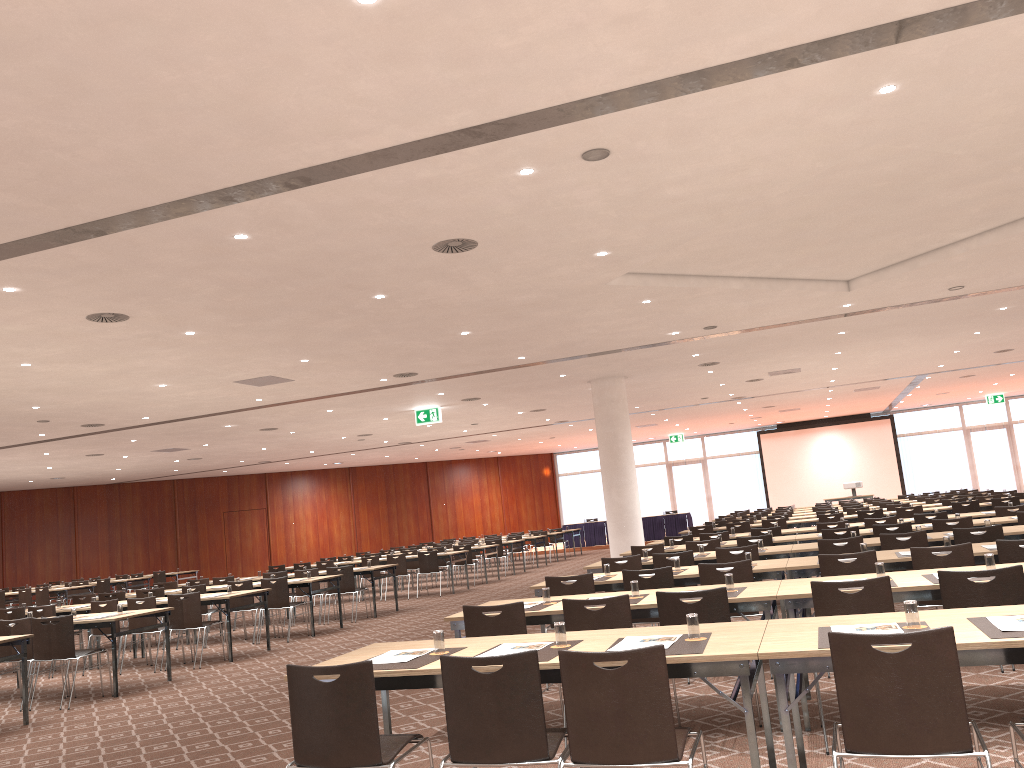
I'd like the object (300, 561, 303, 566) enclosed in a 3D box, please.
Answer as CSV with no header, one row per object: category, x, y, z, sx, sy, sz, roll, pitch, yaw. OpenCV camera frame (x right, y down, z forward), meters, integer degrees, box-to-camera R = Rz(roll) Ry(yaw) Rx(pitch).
object,-4.783,4.082,20.138,0.054,0.114,0.054,0,-10,-38

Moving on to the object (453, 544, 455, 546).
object,-1.385,3.877,21.135,0.054,0.114,0.054,-4,-8,-16

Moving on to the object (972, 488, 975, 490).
object,12.008,2.775,23.063,0.054,0.114,0.054,-4,-8,-16

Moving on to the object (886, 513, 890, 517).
object,5.565,1.974,13.113,0.054,0.114,0.054,-7,-8,7

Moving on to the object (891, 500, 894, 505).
object,8.581,2.675,19.984,0.054,0.114,0.054,0,-10,-38

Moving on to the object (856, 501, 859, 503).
object,8.608,2.980,22.071,0.054,0.114,0.054,0,-10,-38

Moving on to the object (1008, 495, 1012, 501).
object,8.827,2.020,15.716,0.054,0.114,0.054,0,-10,-38

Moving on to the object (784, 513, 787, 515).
object,5.803,2.788,18.797,0.054,0.114,0.054,-4,-8,-16

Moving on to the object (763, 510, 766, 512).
object,6.483,3.301,22.752,0.054,0.114,0.054,0,-10,-38

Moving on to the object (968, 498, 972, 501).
object,8.228,2.112,15.915,0.054,0.114,0.054,0,-10,-38

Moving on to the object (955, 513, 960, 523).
object,5.546,1.668,11.025,0.054,0.114,0.054,0,-10,-38

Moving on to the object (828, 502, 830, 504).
object,8.652,3.283,24.154,0.054,0.114,0.054,0,-10,-38

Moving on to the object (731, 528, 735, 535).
object,3.440,2.296,13.804,0.054,0.114,0.054,-10,-9,29

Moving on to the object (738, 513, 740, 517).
object,5.872,3.393,22.952,0.054,0.114,0.054,-4,-8,-16

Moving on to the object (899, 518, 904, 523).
object,4.935,1.761,11.227,0.054,0.114,0.054,0,-10,-38

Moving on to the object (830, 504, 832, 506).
object,8.007,3.071,22.262,0.054,0.114,0.054,0,-10,-38

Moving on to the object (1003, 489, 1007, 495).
object,10.718,2.351,19.284,0.054,0.114,0.054,-4,-8,-16

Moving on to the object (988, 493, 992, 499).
object,9.482,2.230,17.601,0.054,0.114,0.054,0,-10,-38

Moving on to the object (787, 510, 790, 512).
object,6.455,2.997,20.673,0.054,0.114,0.054,0,-10,-38

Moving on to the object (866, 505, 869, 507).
object,7.341,2.553,18.288,0.054,0.114,0.054,-4,-8,-16

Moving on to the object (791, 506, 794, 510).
object,7.729,3.422,24.450,0.054,0.114,0.054,0,-10,-38

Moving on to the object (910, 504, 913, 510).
object,7.305,2.251,16.210,0.054,0.114,0.054,-4,-8,-16

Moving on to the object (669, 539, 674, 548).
object,2.183,2.179,12.129,0.054,0.114,0.054,0,-10,-38

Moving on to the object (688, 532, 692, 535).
object,2.815,2.390,14.001,0.054,0.114,0.054,-7,-8,7

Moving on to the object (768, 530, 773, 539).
object,3.410,1.991,11.715,0.054,0.114,0.054,-10,-9,29

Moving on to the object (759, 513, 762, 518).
object,5.847,3.091,20.881,0.054,0.114,0.054,0,-10,-38

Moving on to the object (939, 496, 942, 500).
object,9.511,2.535,19.686,0.054,0.114,0.054,0,-10,-38

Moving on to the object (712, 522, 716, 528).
object,3.945,2.761,17.313,0.054,0.114,0.054,-4,-8,-16

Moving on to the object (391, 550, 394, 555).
object,-2.915,4.108,21.627,0.054,0.114,0.054,0,-10,-38

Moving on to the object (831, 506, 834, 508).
object,7.363,2.859,20.373,0.054,0.114,0.054,0,-10,-38

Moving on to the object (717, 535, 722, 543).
object,2.796,2.085,11.926,0.054,0.114,0.054,-10,-9,29

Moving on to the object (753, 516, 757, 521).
object,5.202,2.877,18.982,0.054,0.114,0.054,-4,-8,-16

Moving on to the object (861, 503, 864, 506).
object,7.968,2.767,20.174,0.054,0.114,0.054,0,-10,-38

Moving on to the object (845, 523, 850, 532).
object,4.328,1.854,11.429,0.054,0.114,0.054,0,-10,-38

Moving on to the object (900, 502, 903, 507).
object,7.948,2.462,18.095,0.054,0.114,0.054,-4,-8,-16

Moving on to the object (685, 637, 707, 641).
object,0.863,1.199,4.165,0.102,0.001,0.102,-4,-9,-16

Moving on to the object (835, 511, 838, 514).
object,6.082,2.435,16.599,0.054,0.114,0.054,-4,-8,-16

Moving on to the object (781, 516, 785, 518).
object,5.170,2.573,16.899,0.054,0.114,0.054,0,-10,-38

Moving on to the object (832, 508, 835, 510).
object,6.720,2.649,18.500,0.054,0.114,0.054,-4,-8,-16

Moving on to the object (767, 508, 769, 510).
object,7.125,3.513,24.642,0.054,0.114,0.054,0,-10,-38

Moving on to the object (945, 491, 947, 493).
object,11.387,2.868,23.259,0.054,0.114,0.054,0,-10,-38

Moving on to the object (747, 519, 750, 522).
object,4.560,2.668,17.112,0.054,0.114,0.054,0,-10,-38

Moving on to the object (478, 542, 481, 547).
object,-0.774,3.782,20.921,0.054,0.114,0.054,-4,-8,-16

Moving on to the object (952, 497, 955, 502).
object,8.859,2.323,17.791,0.054,0.114,0.054,0,-10,-38

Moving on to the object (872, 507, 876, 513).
object,6.702,2.342,16.409,0.054,0.114,0.054,-4,-8,-16

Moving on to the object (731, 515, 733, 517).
object,5.225,3.183,21.069,0.054,0.114,0.054,-4,-8,-16

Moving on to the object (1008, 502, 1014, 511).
object,7.098,1.742,12.617,0.054,0.114,0.054,-10,-9,29

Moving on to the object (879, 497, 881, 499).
object,9.867,3.097,23.748,0.054,0.114,0.054,0,-10,-38

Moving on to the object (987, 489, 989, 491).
object,11.369,2.561,21.168,0.054,0.114,0.054,-4,-8,-16

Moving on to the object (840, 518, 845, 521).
object,4.965,2.065,13.313,0.054,0.114,0.054,-7,-8,7

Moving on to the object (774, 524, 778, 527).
object,4.058,2.204,13.612,0.054,0.114,0.054,0,-10,-38

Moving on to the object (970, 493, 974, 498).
object,10.109,2.445,19.493,0.054,0.114,0.054,0,-10,-38

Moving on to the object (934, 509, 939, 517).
object,6.183,1.880,12.909,0.054,0.114,0.054,-7,-8,7

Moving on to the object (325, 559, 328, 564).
object,-4.174,3.989,19.938,0.054,0.114,0.054,0,-10,-38

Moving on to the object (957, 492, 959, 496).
object,10.754,2.654,21.363,0.054,0.114,0.054,0,-10,-38
